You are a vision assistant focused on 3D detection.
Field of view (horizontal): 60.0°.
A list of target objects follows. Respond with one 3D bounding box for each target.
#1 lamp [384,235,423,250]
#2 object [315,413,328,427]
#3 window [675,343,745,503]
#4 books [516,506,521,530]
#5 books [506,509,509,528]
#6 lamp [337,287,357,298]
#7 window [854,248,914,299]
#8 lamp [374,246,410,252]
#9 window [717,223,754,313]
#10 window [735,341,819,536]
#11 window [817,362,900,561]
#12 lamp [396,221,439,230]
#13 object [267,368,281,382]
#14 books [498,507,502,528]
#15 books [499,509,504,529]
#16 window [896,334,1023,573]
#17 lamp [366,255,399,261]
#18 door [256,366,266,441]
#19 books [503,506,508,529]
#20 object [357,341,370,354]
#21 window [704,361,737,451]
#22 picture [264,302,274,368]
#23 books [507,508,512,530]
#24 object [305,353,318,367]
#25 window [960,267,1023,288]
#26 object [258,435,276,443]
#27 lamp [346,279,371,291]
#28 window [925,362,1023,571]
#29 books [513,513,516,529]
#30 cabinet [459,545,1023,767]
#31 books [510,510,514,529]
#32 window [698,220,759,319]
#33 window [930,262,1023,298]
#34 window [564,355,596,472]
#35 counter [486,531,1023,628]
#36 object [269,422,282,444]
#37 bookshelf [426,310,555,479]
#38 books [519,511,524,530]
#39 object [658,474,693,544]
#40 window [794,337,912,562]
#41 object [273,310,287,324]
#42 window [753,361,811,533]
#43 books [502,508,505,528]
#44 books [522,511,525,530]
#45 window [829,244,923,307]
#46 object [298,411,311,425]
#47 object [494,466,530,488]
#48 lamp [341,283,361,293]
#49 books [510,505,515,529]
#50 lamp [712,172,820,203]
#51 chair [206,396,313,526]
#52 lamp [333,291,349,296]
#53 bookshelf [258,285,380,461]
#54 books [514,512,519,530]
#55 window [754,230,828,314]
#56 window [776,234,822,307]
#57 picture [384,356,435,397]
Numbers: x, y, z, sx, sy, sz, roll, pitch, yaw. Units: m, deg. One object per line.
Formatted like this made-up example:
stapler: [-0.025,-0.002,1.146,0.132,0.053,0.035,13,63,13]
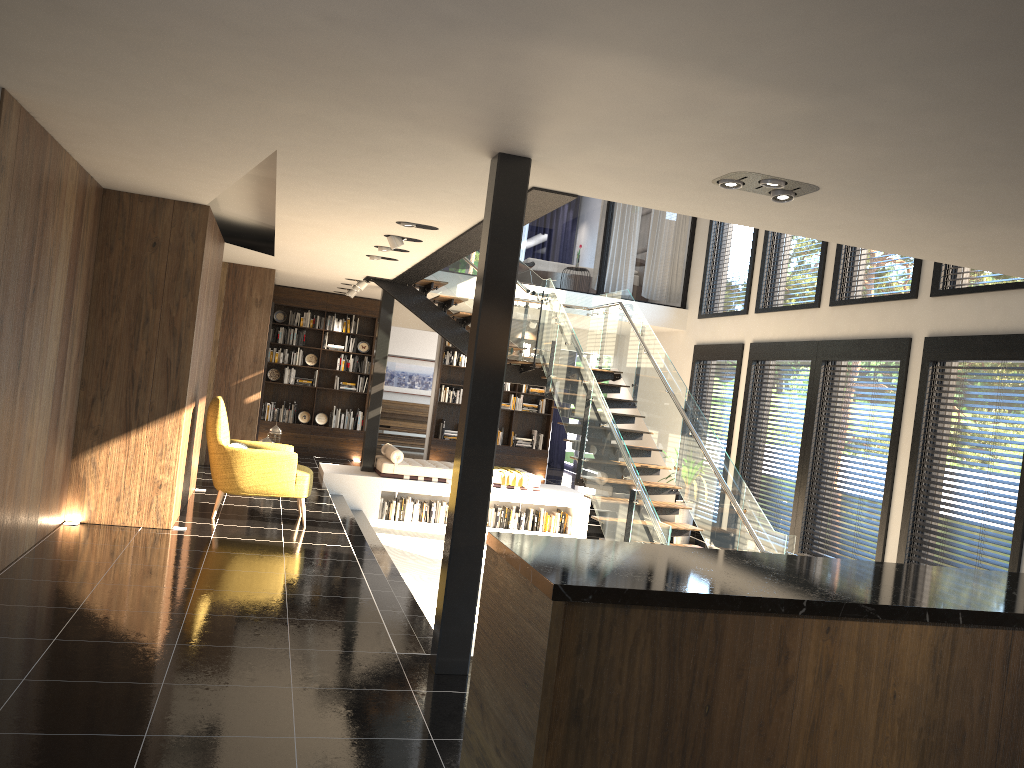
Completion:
lamp: [-0.952,-1.290,7.789,0.346,0.247,0.195,7,0,-15]
object: [-3.132,0.583,14.573,0.212,0.222,0.082,7,0,-15]
window: [2.885,0.691,12.439,0.358,2.476,1.392,7,0,-15]
books: [0.080,1.905,12.639,0.033,0.318,0.152,7,0,-15]
books: [-0.089,1.908,12.630,0.026,0.270,0.128,7,0,-15]
lamp: [-2.489,-1.444,13.477,0.346,0.263,0.195,7,0,-15]
window: [4.137,-2.049,9.346,0.005,2.297,1.220,7,0,-15]
lamp: [-1.150,-1.346,8.536,0.346,0.177,0.195,7,0,-15]
window: [3.304,-2.137,12.425,0.005,2.297,1.220,7,0,-15]
window: [3.312,0.733,10.860,0.358,2.476,1.497,7,0,-15]
window: [3.773,0.783,9.429,0.005,2.297,1.312,7,0,-15]
lamp: [-0.744,-1.313,7.040,0.346,0.158,0.195,7,0,-15]
object: [-3.860,-0.142,14.373,0.212,0.222,0.082,7,0,-15]
books: [-0.200,1.888,12.580,0.031,0.284,0.176,7,0,-15]
books: [-0.165,1.899,12.562,0.029,0.268,0.173,7,0,-15]
window: [4.132,0.819,7.831,0.358,2.476,1.392,7,0,-15]
lamp: [-1.352,-1.367,9.285,0.346,0.177,0.195,7,0,-15]
door: [-3.882,-0.071,13.740,0.104,2.347,0.930,7,0,-15]
books: [-0.108,1.888,12.590,0.035,0.305,0.151,7,0,-15]
object: [-2.463,-0.606,14.712,0.212,0.222,0.082,7,0,-15]
window: [2.955,0.700,12.450,0.005,2.297,1.220,7,0,-15]
picture: [-3.437,-0.688,12.567,0.028,0.911,0.748,7,0,-15]
books: [-0.047,1.905,12.577,0.026,0.287,0.204,7,0,-15]
object: [-3.287,-0.390,14.517,0.212,0.222,0.082,7,0,-15]
window: [4.550,-2.006,7.817,0.005,2.297,1.220,7,0,-15]
object: [-3.367,0.915,12.132,0.262,0.483,0.262,7,0,-15]
lamp: [-2.084,-1.401,11.983,0.346,0.263,0.195,7,0,-15]
window: [4.202,0.828,7.842,0.005,2.297,1.220,7,0,-15]
books: [0.014,1.943,12.646,0.026,0.226,0.132,7,0,-15]
cabinet: [1.655,1.233,3.006,3.565,0.994,0.698,7,0,-15]
books: [-0.029,1.915,12.604,0.027,0.270,0.187,7,0,-15]
window: [3.234,-2.146,12.414,0.358,2.476,1.392,7,0,-15]
window: [4.480,-2.015,7.806,0.358,2.476,1.392,7,0,-15]
window: [1.431,0.539,17.709,0.184,2.476,2.979,7,0,-15]
counter: [1.720,0.718,3.002,3.575,0.041,0.698,7,0,-15]
object: [-3.322,0.842,12.380,0.182,0.643,0.182,7,0,-15]
bookshelf: [-0.288,0.203,15.363,2.091,2.683,0.273,7,0,-15]
books: [0.113,1.942,12.633,0.036,0.253,0.177,7,0,-15]
object: [2.312,1.546,11.843,0.877,1.338,0.829,7,0,-26]
window: [3.703,0.774,9.418,0.358,2.476,1.497,7,0,-15]
object: [-3.751,-1.082,14.337,0.212,0.222,0.082,7,0,-15]
window: [3.383,0.742,10.871,0.005,2.297,1.312,7,0,-15]
books: [-0.140,1.903,12.578,0.029,0.268,0.146,7,0,-15]
books: [0.140,1.944,12.640,0.019,0.256,0.186,7,0,-15]
window: [4.067,-2.058,9.335,0.358,2.476,1.392,7,0,-15]
object: [-3.397,0.550,14.505,0.212,0.222,0.082,7,0,-15]
object: [-0.117,1.491,12.976,0.466,0.510,1.166,7,0,-15]
lamp: [-2.284,-1.438,12.729,0.346,0.231,0.195,7,0,-15]
books: [-0.004,1.891,12.631,0.029,0.326,0.152,7,0,-15]
lamp: [1.302,-1.073,4.539,0.502,0.195,0.349,7,0,-15]
chair: [-2.390,0.709,8.390,1.031,1.097,0.807,7,0,-16]
lamp: [-2.687,-1.507,14.228,0.346,0.177,0.195,7,0,-15]
bookshelf: [-3.185,-0.157,14.565,1.704,2.683,0.273,7,0,-15]
books: [0.045,1.945,12.636,0.028,0.231,0.158,7,0,-15]
window: [3.650,-2.102,10.874,0.358,2.476,1.392,7,0,-15]
window: [3.720,-2.093,10.885,0.005,2.297,1.220,7,0,-15]
picture: [-1.931,-0.133,18.696,3.545,0.748,0.035,7,0,-15]
